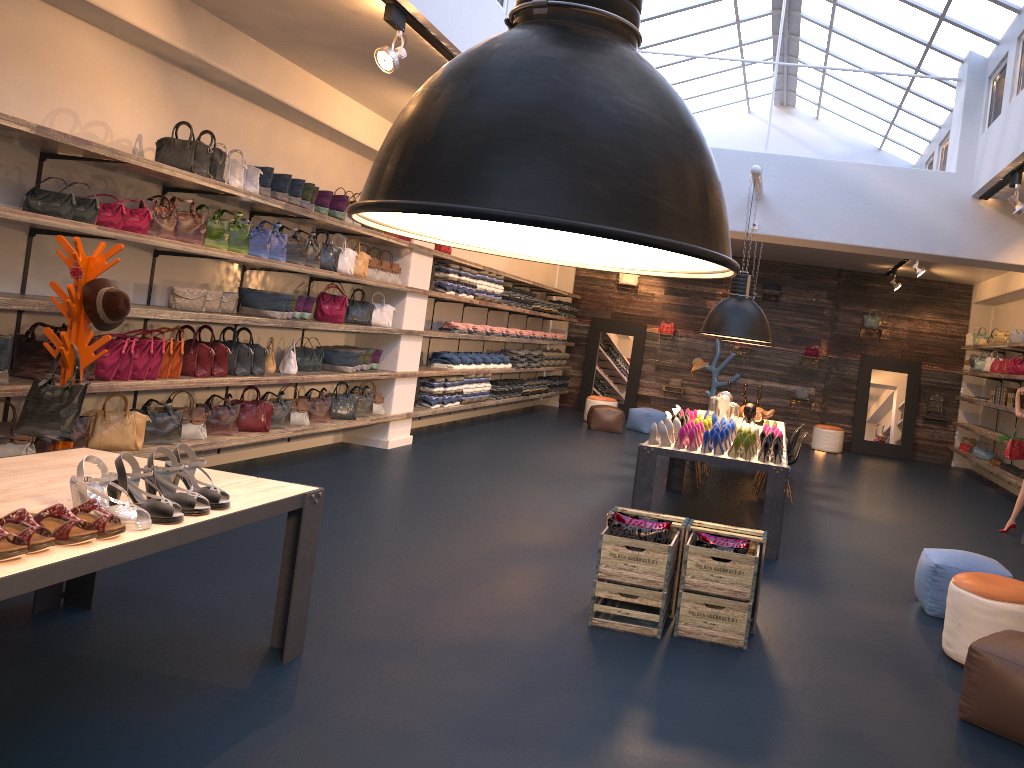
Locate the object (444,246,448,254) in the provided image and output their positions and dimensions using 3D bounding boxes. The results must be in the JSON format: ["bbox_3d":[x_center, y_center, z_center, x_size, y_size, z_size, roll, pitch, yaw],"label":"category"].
[{"bbox_3d":[-0.941,-1.723,10.594,0.309,0.245,0.146,8,0,12],"label":"object"}]

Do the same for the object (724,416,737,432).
[{"bbox_3d":[2.274,0.429,9.107,0.195,0.195,0.250,8,2,14],"label":"object"}]

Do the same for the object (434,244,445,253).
[{"bbox_3d":[-0.970,-1.720,10.497,0.311,0.245,0.145,8,0,8],"label":"object"}]

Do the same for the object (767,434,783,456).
[{"bbox_3d":[2.305,0.535,7.671,0.195,0.195,0.250,8,2,14],"label":"object"}]

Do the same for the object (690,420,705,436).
[{"bbox_3d":[1.718,0.428,8.034,0.192,0.195,0.254,8,2,21],"label":"object"}]

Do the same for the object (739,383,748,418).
[{"bbox_3d":[3.122,0.218,11.755,0.150,0.469,0.129,8,-1,-34],"label":"object"}]

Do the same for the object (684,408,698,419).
[{"bbox_3d":[1.943,0.359,9.445,0.199,0.195,0.246,8,2,8],"label":"object"}]

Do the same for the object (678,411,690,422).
[{"bbox_3d":[1.757,0.372,8.906,0.195,0.195,0.250,8,2,14],"label":"object"}]

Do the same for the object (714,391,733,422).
[{"bbox_3d":[2.380,0.285,9.773,0.202,0.413,0.201,8,0,1],"label":"object"}]

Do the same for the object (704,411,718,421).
[{"bbox_3d":[2.158,0.390,9.420,0.195,0.195,0.250,8,2,14],"label":"object"}]

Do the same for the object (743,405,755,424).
[{"bbox_3d":[2.677,0.387,9.822,0.150,0.286,0.158,8,0,12],"label":"object"}]

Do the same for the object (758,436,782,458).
[{"bbox_3d":[2.204,0.540,7.395,0.195,0.195,0.250,8,2,14],"label":"object"}]

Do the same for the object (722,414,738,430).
[{"bbox_3d":[2.348,0.419,9.380,0.192,0.195,0.254,8,2,20],"label":"object"}]

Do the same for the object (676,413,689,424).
[{"bbox_3d":[1.703,0.383,8.642,0.192,0.195,0.254,8,2,21],"label":"object"}]

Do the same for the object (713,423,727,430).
[{"bbox_3d":[1.923,0.458,8.017,0.195,0.195,0.250,8,2,14],"label":"object"}]

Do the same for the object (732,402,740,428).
[{"bbox_3d":[2.515,0.354,9.935,0.174,0.290,0.174,8,0,1],"label":"object"}]

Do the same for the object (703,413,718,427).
[{"bbox_3d":[2.081,0.400,9.134,0.200,0.195,0.245,8,2,6],"label":"object"}]

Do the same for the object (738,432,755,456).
[{"bbox_3d":[1.986,0.508,7.424,0.195,0.195,0.250,8,2,14],"label":"object"}]

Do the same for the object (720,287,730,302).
[{"bbox_3d":[4.340,-1.764,17.295,0.334,0.335,0.173,8,0,22],"label":"object"}]

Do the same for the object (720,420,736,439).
[{"bbox_3d":[2.136,0.447,8.573,0.195,0.195,0.250,8,2,14],"label":"object"}]

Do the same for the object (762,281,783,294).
[{"bbox_3d":[5.140,-1.901,17.177,0.414,0.232,0.179,8,1,3],"label":"object"}]

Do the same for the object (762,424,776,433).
[{"bbox_3d":[2.600,0.497,8.781,0.195,0.195,0.250,8,2,14],"label":"object"}]

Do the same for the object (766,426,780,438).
[{"bbox_3d":[2.557,0.511,8.493,0.192,0.195,0.254,8,2,20],"label":"object"}]

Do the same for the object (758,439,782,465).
[{"bbox_3d":[2.121,0.549,7.116,0.195,0.195,0.250,8,2,14],"label":"object"}]

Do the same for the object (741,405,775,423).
[{"bbox_3d":[3.217,0.394,11.345,0.444,0.203,0.220,8,2,-4],"label":"object"}]

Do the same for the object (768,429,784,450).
[{"bbox_3d":[2.481,0.521,8.209,0.197,0.195,0.248,8,2,10],"label":"object"}]

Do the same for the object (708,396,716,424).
[{"bbox_3d":[2.364,0.302,10.051,0.173,0.336,0.198,8,0,32],"label":"object"}]

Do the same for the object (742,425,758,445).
[{"bbox_3d":[2.251,0.486,8.259,0.195,0.195,0.250,8,2,14],"label":"object"}]

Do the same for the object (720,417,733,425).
[{"bbox_3d":[2.192,0.435,8.853,0.195,0.195,0.250,8,2,14],"label":"object"}]

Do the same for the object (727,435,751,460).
[{"bbox_3d":[1.886,0.513,7.157,0.199,0.195,0.245,8,2,7],"label":"object"}]

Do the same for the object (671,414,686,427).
[{"bbox_3d":[1.601,0.388,8.375,0.198,0.195,0.247,8,2,9],"label":"object"}]

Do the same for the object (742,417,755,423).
[{"bbox_3d":[2.552,0.448,9.371,0.195,0.195,0.250,8,2,14],"label":"object"}]

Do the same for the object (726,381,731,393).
[{"bbox_3d":[2.922,0.188,11.787,0.132,0.469,0.147,8,-1,24],"label":"object"}]

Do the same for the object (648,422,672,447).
[{"bbox_3d":[1.236,0.418,7.247,0.193,0.195,0.253,8,2,19],"label":"object"}]

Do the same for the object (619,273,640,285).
[{"bbox_3d":[2.378,-2.198,17.590,0.429,0.386,0.191,8,0,-3],"label":"object"}]

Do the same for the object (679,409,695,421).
[{"bbox_3d":[1.849,0.365,9.179,0.195,0.195,0.256,9,2,25],"label":"object"}]

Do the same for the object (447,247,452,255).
[{"bbox_3d":[-0.906,-1.726,10.696,0.315,0.245,0.144,8,0,4],"label":"object"}]

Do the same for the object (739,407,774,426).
[{"bbox_3d":[3.055,0.408,10.828,0.451,0.203,0.216,7,2,-10],"label":"object"}]

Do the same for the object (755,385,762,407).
[{"bbox_3d":[3.338,0.250,11.725,0.144,0.469,0.135,8,-1,-11],"label":"object"}]

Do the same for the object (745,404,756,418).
[{"bbox_3d":[2.756,0.379,10.078,0.150,0.286,0.158,8,0,12],"label":"object"}]

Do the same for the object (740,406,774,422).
[{"bbox_3d":[3.132,0.401,11.076,0.451,0.203,0.216,7,2,-10],"label":"object"}]

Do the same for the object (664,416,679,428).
[{"bbox_3d":[1.509,0.394,8.106,0.191,0.195,0.255,8,2,22],"label":"object"}]

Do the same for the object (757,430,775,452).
[{"bbox_3d":[2.349,0.520,7.963,0.192,0.195,0.255,8,2,22],"label":"object"}]

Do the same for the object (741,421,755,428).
[{"bbox_3d":[2.385,0.466,8.799,0.198,0.195,0.247,8,2,10],"label":"object"}]

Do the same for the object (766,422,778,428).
[{"bbox_3d":[2.689,0.491,9.032,0.195,0.195,0.250,8,2,14],"label":"object"}]

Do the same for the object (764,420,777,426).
[{"bbox_3d":[2.768,0.483,9.300,0.195,0.195,0.250,8,2,14],"label":"object"}]

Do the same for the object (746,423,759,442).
[{"bbox_3d":[2.353,0.480,8.534,0.195,0.195,0.250,8,2,14],"label":"object"}]

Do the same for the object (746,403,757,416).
[{"bbox_3d":[2.833,0.372,10.326,0.150,0.286,0.158,8,0,12],"label":"object"}]

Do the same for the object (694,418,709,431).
[{"bbox_3d":[1.807,0.421,8.309,0.195,0.195,0.250,8,2,14],"label":"object"}]

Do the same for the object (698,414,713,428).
[{"bbox_3d":[1.972,0.403,8.889,0.194,0.195,0.252,8,2,17],"label":"object"}]

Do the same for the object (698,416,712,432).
[{"bbox_3d":[1.904,0.414,8.594,0.195,0.195,0.250,8,2,14],"label":"object"}]

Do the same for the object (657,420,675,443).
[{"bbox_3d":[1.323,0.410,7.530,0.200,0.195,0.244,8,2,5],"label":"object"}]

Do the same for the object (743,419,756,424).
[{"bbox_3d":[2.472,0.458,9.080,0.197,0.195,0.248,8,2,11],"label":"object"}]

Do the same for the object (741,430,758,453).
[{"bbox_3d":[2.083,0.504,7.677,0.198,0.195,0.247,8,2,9],"label":"object"}]

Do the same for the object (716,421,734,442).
[{"bbox_3d":[2.028,0.451,8.320,0.202,0.195,0.250,8,2,13],"label":"object"}]

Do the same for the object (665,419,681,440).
[{"bbox_3d":[1.434,0.406,7.801,0.203,0.195,0.241,8,2,0],"label":"object"}]
